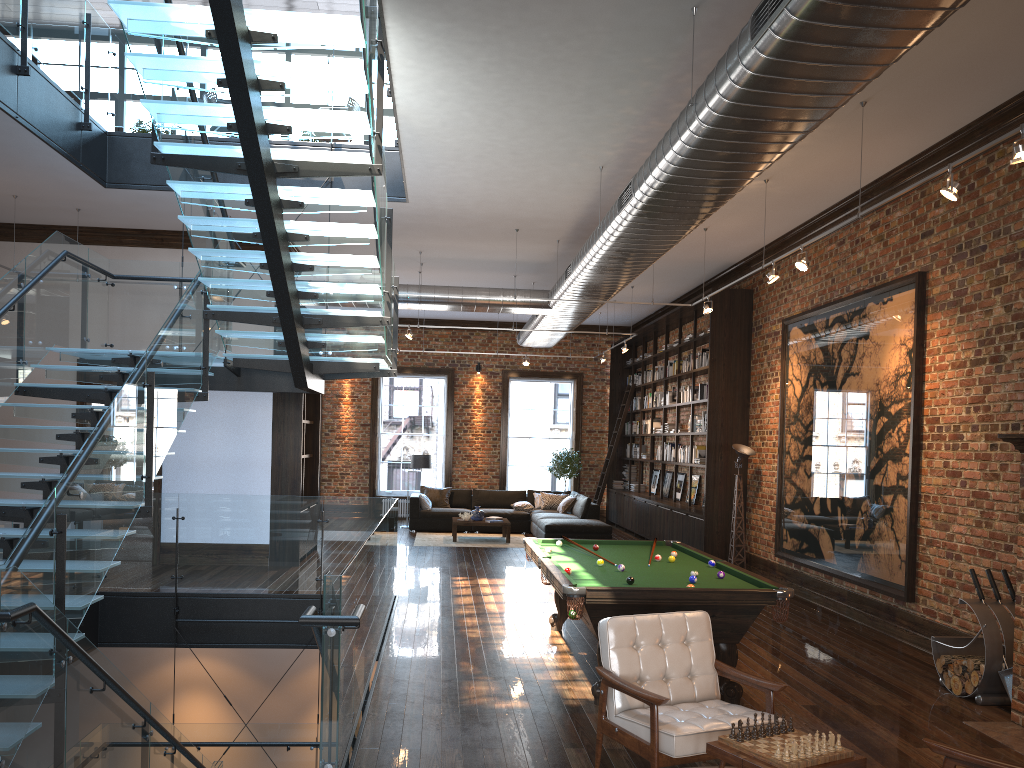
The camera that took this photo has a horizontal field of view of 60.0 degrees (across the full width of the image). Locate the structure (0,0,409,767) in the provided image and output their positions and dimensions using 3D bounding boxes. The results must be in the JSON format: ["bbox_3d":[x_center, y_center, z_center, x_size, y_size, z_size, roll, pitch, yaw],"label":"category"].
[{"bbox_3d":[-2.574,0.338,6.301,3.577,14.503,7.042,1,0,-5],"label":"structure"}]

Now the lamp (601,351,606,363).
[{"bbox_3d":[1.779,-0.514,17.188,0.113,0.230,0.114,2,0,35],"label":"lamp"}]

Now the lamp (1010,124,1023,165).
[{"bbox_3d":[2.786,-1.309,4.841,0.117,0.213,0.117,2,0,37],"label":"lamp"}]

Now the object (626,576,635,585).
[{"bbox_3d":[0.821,1.364,6.150,0.057,0.057,0.057,2,-1,0],"label":"object"}]

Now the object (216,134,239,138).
[{"bbox_3d":[-3.408,-3.023,10.583,0.541,0.769,0.519,2,-1,-35],"label":"object"}]

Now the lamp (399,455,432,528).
[{"bbox_3d":[-1.922,2.128,17.526,0.686,1.467,0.420,2,1,25],"label":"lamp"}]

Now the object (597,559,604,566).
[{"bbox_3d":[0.702,1.420,7.054,0.057,0.057,0.057,1,-2,32],"label":"object"}]

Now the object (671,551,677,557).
[{"bbox_3d":[1.409,1.483,7.715,0.057,0.057,0.057,0,-2,41],"label":"object"}]

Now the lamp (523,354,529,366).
[{"bbox_3d":[0.289,-0.492,18.133,0.113,0.230,0.114,1,0,-35],"label":"lamp"}]

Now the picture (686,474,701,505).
[{"bbox_3d":[3.063,1.779,14.989,0.112,0.498,0.507,1,-1,-5],"label":"picture"}]

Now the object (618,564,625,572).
[{"bbox_3d":[0.835,1.405,6.768,0.057,0.057,0.057,2,-2,-34],"label":"object"}]

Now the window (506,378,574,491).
[{"bbox_3d":[0.620,1.260,20.080,1.520,2.755,0.155,2,1,-5],"label":"window"}]

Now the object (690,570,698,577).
[{"bbox_3d":[1.347,1.404,6.548,0.057,0.057,0.057,1,-2,35],"label":"object"}]

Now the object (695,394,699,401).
[{"bbox_3d":[3.055,0.227,14.536,0.096,0.137,0.235,2,-2,-21],"label":"object"}]

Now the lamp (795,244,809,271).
[{"bbox_3d":[2.550,-1.112,7.797,0.113,0.230,0.114,2,0,25],"label":"lamp"}]

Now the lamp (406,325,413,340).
[{"bbox_3d":[-1.620,-0.818,13.965,0.114,0.230,0.113,2,0,16],"label":"lamp"}]

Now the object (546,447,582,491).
[{"bbox_3d":[1.135,2.313,19.486,0.812,1.865,0.800,2,0,4],"label":"object"}]

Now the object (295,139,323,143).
[{"bbox_3d":[-3.199,-3.294,14.669,0.811,1.865,0.801,2,0,39],"label":"object"}]

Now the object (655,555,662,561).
[{"bbox_3d":[1.225,1.459,7.433,0.057,0.057,0.057,3,-2,-40],"label":"object"}]

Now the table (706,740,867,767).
[{"bbox_3d":[1.142,1.788,3.745,0.517,0.495,0.462,2,-1,-30],"label":"table"}]

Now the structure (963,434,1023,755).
[{"bbox_3d":[3.490,1.228,4.936,0.887,1.907,2.000,2,-1,-5],"label":"structure"}]

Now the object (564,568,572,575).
[{"bbox_3d":[0.410,1.376,6.514,0.057,0.057,0.057,0,-2,42],"label":"object"}]

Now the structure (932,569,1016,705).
[{"bbox_3d":[3.499,1.809,6.380,0.538,0.919,0.927,2,-1,-4],"label":"structure"}]

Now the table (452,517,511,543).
[{"bbox_3d":[-0.565,2.614,15.916,1.000,0.345,1.002,2,-3,-5],"label":"table"}]

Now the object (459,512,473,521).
[{"bbox_3d":[-0.800,2.338,15.656,0.219,0.160,0.218,0,-3,37],"label":"object"}]

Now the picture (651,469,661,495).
[{"bbox_3d":[2.846,1.951,17.677,0.112,0.498,0.507,1,-1,-5],"label":"picture"}]

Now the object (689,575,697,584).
[{"bbox_3d":[1.283,1.385,6.281,0.057,0.057,0.057,2,-1,0],"label":"object"}]

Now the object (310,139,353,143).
[{"bbox_3d":[-2.105,-2.981,10.683,0.540,0.769,0.520,1,0,5],"label":"object"}]

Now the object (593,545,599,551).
[{"bbox_3d":[0.762,1.488,8.063,0.057,0.057,0.057,0,-2,44],"label":"object"}]

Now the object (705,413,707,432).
[{"bbox_3d":[3.002,0.597,13.634,0.069,0.288,0.117,1,0,-12],"label":"object"}]

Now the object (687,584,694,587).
[{"bbox_3d":[1.184,1.355,5.877,0.057,0.057,0.057,1,-1,13],"label":"object"}]

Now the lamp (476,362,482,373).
[{"bbox_3d":[-0.733,-0.354,19.536,0.126,0.237,0.155,2,0,-5],"label":"lamp"}]

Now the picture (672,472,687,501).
[{"bbox_3d":[2.993,1.835,15.858,0.112,0.498,0.507,1,-1,-5],"label":"picture"}]

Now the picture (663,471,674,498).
[{"bbox_3d":[2.925,1.888,16.699,0.112,0.498,0.507,1,-1,-5],"label":"picture"}]

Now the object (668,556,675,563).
[{"bbox_3d":[1.331,1.459,7.384,0.057,0.057,0.057,2,-1,-4],"label":"object"}]

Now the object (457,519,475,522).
[{"bbox_3d":[-0.810,2.408,15.646,0.267,0.018,0.202,0,-4,19],"label":"object"}]

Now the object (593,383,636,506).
[{"bbox_3d":[2.083,1.522,18.748,0.897,3.079,0.495,1,1,-5],"label":"object"}]

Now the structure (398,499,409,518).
[{"bbox_3d":[-2.253,2.749,19.601,1.301,0.396,0.215,2,0,-5],"label":"structure"}]

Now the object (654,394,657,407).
[{"bbox_3d":[2.755,0.322,16.983,0.075,0.255,0.087,1,1,-15],"label":"object"}]

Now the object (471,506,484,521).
[{"bbox_3d":[-0.616,2.310,15.835,0.215,0.251,0.215,1,-1,28],"label":"object"}]

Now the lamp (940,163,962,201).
[{"bbox_3d":[2.730,-1.257,5.528,0.114,0.230,0.113,1,0,-30],"label":"lamp"}]

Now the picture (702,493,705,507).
[{"bbox_3d":[3.140,1.719,14.039,0.112,0.498,0.507,1,-1,-5],"label":"picture"}]

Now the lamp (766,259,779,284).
[{"bbox_3d":[2.495,-1.070,8.459,0.114,0.230,0.113,1,0,-25],"label":"lamp"}]

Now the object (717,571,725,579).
[{"bbox_3d":[1.544,1.409,6.547,0.057,0.057,0.057,1,-1,17],"label":"object"}]

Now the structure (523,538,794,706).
[{"bbox_3d":[0.973,1.835,7.202,1.553,0.851,2.960,2,-3,-5],"label":"structure"}]

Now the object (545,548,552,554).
[{"bbox_3d":[0.317,1.454,7.728,0.057,0.057,0.057,2,-1,-6],"label":"object"}]

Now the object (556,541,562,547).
[{"bbox_3d":[0.443,1.496,8.309,0.057,0.058,0.057,2,-1,-4],"label":"object"}]

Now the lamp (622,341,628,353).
[{"bbox_3d":[1.940,-0.642,15.188,0.113,0.230,0.114,1,0,-29],"label":"lamp"}]

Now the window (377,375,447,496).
[{"bbox_3d":[-2.231,1.167,19.849,1.520,2.755,0.155,2,1,-5],"label":"window"}]

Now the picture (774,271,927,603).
[{"bbox_3d":[3.535,0.587,9.624,0.080,3.002,3.203,1,-1,-5],"label":"picture"}]

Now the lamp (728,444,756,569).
[{"bbox_3d":[3.082,1.717,11.926,0.425,1.828,0.505,2,1,1],"label":"lamp"}]

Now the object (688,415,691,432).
[{"bbox_3d":[2.926,0.653,14.516,0.069,0.288,0.117,1,0,-12],"label":"object"}]

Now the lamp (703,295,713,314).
[{"bbox_3d":[2.326,-0.939,10.518,0.113,0.230,0.114,2,0,10],"label":"lamp"}]
